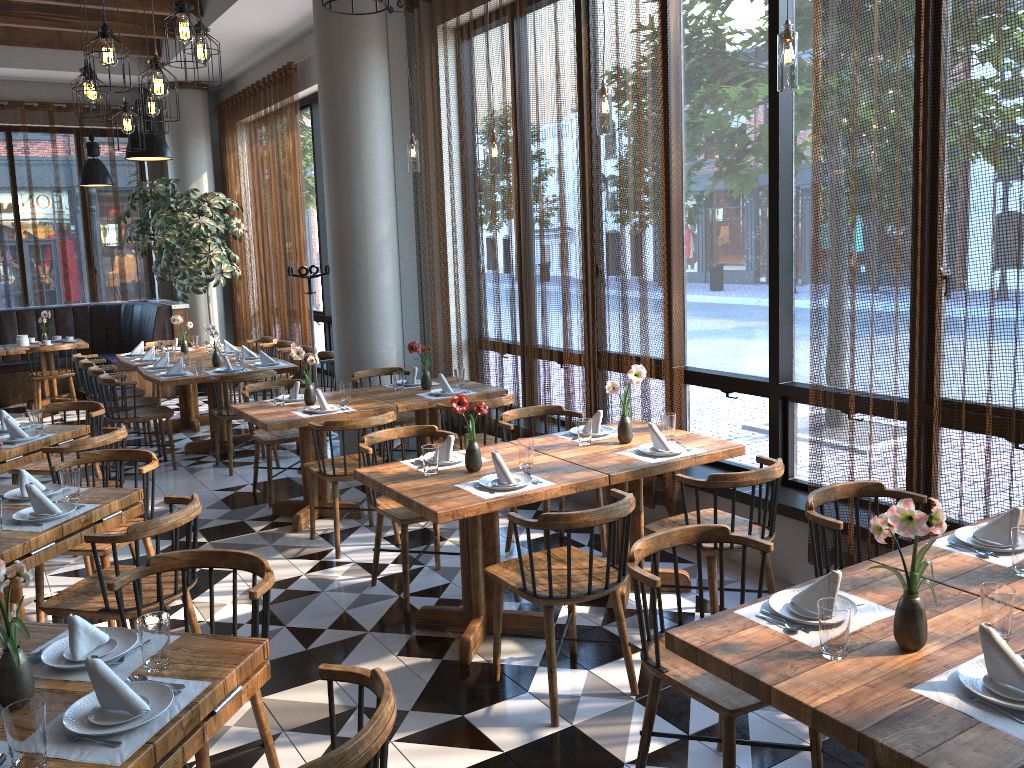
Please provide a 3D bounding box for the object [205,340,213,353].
[{"bbox_3d":[-3.092,-0.382,9.048,0.080,0.131,0.080,5,10,43],"label":"object"}]

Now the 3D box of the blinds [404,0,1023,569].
[{"bbox_3d":[1.133,-0.975,4.428,0.160,3.562,7.290,-6,10,-32],"label":"blinds"}]

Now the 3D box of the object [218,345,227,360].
[{"bbox_3d":[-2.762,-0.299,8.468,0.080,0.131,0.080,5,10,43],"label":"object"}]

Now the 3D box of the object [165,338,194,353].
[{"bbox_3d":[-3.575,-0.424,9.398,0.352,0.136,0.273,-8,10,-31],"label":"object"}]

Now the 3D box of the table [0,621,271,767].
[{"bbox_3d":[-1.149,1.134,2.126,0.864,0.760,0.869,0,9,13],"label":"table"}]

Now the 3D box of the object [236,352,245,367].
[{"bbox_3d":[-2.417,-0.218,7.901,0.080,0.131,0.080,5,10,43],"label":"object"}]

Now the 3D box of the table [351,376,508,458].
[{"bbox_3d":[-0.598,0.415,6.380,0.852,0.760,0.853,-7,10,-32],"label":"table"}]

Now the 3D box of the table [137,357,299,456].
[{"bbox_3d":[-2.657,0.218,8.045,1.218,0.760,1.219,-7,10,-28],"label":"table"}]

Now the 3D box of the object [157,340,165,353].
[{"bbox_3d":[-3.623,-0.381,9.166,0.080,0.131,0.080,5,10,43],"label":"object"}]

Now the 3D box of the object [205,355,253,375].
[{"bbox_3d":[-2.455,-0.179,7.656,0.352,0.136,0.273,-8,10,-31],"label":"object"}]

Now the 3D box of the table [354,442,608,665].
[{"bbox_3d":[-0.147,0.777,4.076,0.852,0.760,0.853,-7,10,-32],"label":"table"}]

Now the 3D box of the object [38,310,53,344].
[{"bbox_3d":[-5.552,-0.673,10.557,0.146,0.398,0.207,-6,8,-26],"label":"object"}]

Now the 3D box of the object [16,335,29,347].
[{"bbox_3d":[-5.773,-0.511,10.454,0.129,0.128,0.130,0,8,12],"label":"object"}]

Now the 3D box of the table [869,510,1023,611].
[{"bbox_3d":[1.727,0.931,2.712,0.852,0.760,0.853,-7,10,-32],"label":"table"}]

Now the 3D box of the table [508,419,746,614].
[{"bbox_3d":[0.577,0.676,4.527,0.852,0.760,0.853,-7,10,-32],"label":"table"}]

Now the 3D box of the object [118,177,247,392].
[{"bbox_3d":[-4.283,-1.285,11.370,1.753,2.767,1.488,0,8,16],"label":"object"}]

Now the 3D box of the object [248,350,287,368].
[{"bbox_3d":[-2.198,-0.241,7.971,0.272,0.136,0.353,-8,11,-31],"label":"object"}]

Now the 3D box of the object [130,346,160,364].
[{"bbox_3d":[-3.548,-0.296,8.611,0.272,0.136,0.353,-8,11,-31],"label":"object"}]

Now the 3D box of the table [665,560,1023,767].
[{"bbox_3d":[1.004,1.032,2.262,0.852,0.760,0.853,-7,10,-32],"label":"table"}]

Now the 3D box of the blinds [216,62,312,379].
[{"bbox_3d":[-3.160,-1.929,11.210,0.155,3.563,3.209,-6,9,-31],"label":"blinds"}]

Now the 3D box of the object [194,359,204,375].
[{"bbox_3d":[-2.641,-0.142,7.489,0.080,0.131,0.080,5,10,43],"label":"object"}]

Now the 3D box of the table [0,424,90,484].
[{"bbox_3d":[-3.102,0.701,5.206,0.864,0.760,0.869,0,9,13],"label":"table"}]

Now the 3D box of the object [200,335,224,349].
[{"bbox_3d":[-3.185,-0.459,9.527,0.272,0.136,0.353,-8,11,-31],"label":"object"}]

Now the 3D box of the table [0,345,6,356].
[{"bbox_3d":[-6.280,0.004,10.170,0.852,0.760,0.853,-7,10,-32],"label":"table"}]

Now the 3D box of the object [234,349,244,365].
[{"bbox_3d":[-2.484,-0.245,8.077,0.080,0.131,0.080,5,10,43],"label":"object"}]

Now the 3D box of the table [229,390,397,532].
[{"bbox_3d":[-1.322,0.516,5.930,0.852,0.760,0.853,-7,10,-32],"label":"table"}]

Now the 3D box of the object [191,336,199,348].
[{"bbox_3d":[-3.412,-0.453,9.552,0.080,0.131,0.080,5,10,43],"label":"object"}]

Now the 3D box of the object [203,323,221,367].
[{"bbox_3d":[-2.695,-0.354,7.969,0.146,0.398,0.207,-6,8,-27],"label":"object"}]

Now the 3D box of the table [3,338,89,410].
[{"bbox_3d":[-5.558,-0.097,10.619,0.852,0.760,0.853,-7,10,-32],"label":"table"}]

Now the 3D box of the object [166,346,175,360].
[{"bbox_3d":[-3.302,-0.298,8.587,0.080,0.131,0.080,5,10,43],"label":"object"}]

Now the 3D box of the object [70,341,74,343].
[{"bbox_3d":[-5.256,-0.504,10.607,0.034,0.023,0.155,-10,12,-41],"label":"object"}]

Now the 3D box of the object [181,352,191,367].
[{"bbox_3d":[-2.953,-0.221,8.037,0.080,0.131,0.080,5,10,43],"label":"object"}]

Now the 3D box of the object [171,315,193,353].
[{"bbox_3d":[-3.362,-0.507,9.051,0.207,0.398,0.147,-7,9,-33],"label":"object"}]

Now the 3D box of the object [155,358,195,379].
[{"bbox_3d":[-2.887,-0.149,7.569,0.272,0.136,0.353,-8,11,-31],"label":"object"}]

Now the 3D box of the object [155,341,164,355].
[{"bbox_3d":[-3.600,-0.364,9.057,0.080,0.131,0.080,5,10,43],"label":"object"}]

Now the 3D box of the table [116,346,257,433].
[{"bbox_3d":[-3.330,0.069,9.107,1.218,0.760,1.219,-7,10,-28],"label":"table"}]

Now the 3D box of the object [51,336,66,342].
[{"bbox_3d":[-5.565,-0.554,10.860,0.176,0.066,0.176,-5,10,-18],"label":"object"}]

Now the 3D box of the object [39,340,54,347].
[{"bbox_3d":[-5.435,-0.476,10.355,0.176,0.066,0.176,6,12,40],"label":"object"}]

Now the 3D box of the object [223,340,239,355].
[{"bbox_3d":[-2.859,-0.387,9.013,0.272,0.136,0.353,-8,11,-31],"label":"object"}]

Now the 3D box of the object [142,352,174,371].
[{"bbox_3d":[-3.193,-0.217,8.052,0.272,0.136,0.353,-8,11,-31],"label":"object"}]

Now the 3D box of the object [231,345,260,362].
[{"bbox_3d":[-2.504,-0.308,8.454,0.272,0.136,0.353,-8,11,-31],"label":"object"}]

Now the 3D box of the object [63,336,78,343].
[{"bbox_3d":[-5.345,-0.537,10.705,0.176,0.066,0.176,-10,12,-41],"label":"object"}]

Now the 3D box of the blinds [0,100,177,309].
[{"bbox_3d":[-7.177,-1.763,11.109,5.556,3.563,0.156,-7,9,-32],"label":"blinds"}]

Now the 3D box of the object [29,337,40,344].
[{"bbox_3d":[-5.834,-0.527,10.752,0.175,0.066,0.177,0,9,13],"label":"object"}]

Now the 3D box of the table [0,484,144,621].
[{"bbox_3d":[-2.142,0.914,3.691,0.864,0.760,0.869,0,9,13],"label":"table"}]
